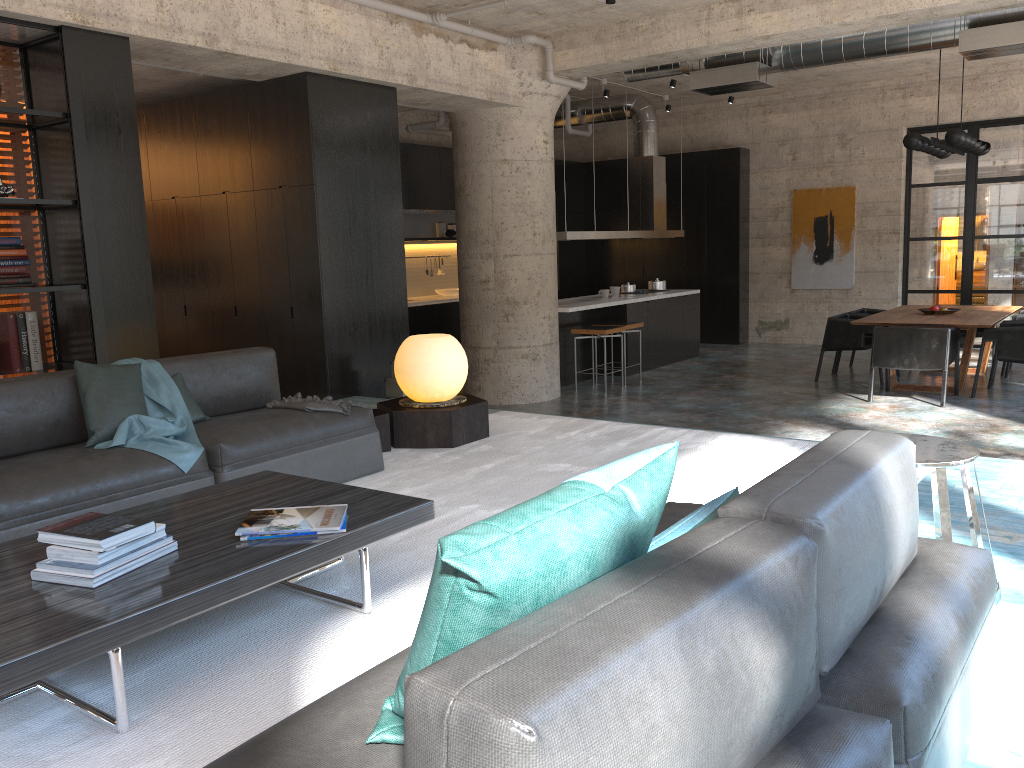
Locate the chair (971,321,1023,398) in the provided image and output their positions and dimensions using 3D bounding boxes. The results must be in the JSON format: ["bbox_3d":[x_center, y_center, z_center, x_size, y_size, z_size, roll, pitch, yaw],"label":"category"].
[{"bbox_3d":[5.054,-0.246,8.774,0.754,0.738,0.707,6,12,40],"label":"chair"}]

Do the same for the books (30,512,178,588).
[{"bbox_3d":[-1.191,0.461,2.555,0.279,0.116,0.322,1,9,21],"label":"books"}]

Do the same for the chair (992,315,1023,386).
[{"bbox_3d":[5.588,-0.364,9.421,0.754,0.738,0.707,6,12,40],"label":"chair"}]

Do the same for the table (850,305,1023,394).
[{"bbox_3d":[4.728,-0.402,9.797,1.299,0.756,2.410,4,11,35],"label":"table"}]

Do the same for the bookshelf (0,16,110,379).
[{"bbox_3d":[-3.660,-0.668,4.499,0.628,2.571,2.900,4,11,35],"label":"bookshelf"}]

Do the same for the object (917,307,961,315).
[{"bbox_3d":[4.680,-0.812,9.722,0.435,0.079,0.435,-5,9,-17],"label":"object"}]

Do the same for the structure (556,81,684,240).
[{"bbox_3d":[1.279,-2.910,11.321,0.538,2.100,3.117,4,11,35],"label":"structure"}]

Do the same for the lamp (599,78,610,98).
[{"bbox_3d":[1.217,-3.900,11.700,0.145,0.236,0.107,1,9,19],"label":"lamp"}]

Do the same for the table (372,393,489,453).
[{"bbox_3d":[-0.596,0.249,5.470,0.616,0.230,1.044,4,11,35],"label":"table"}]

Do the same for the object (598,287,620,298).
[{"bbox_3d":[1.281,-1.208,11.615,0.188,0.133,0.437,4,11,36],"label":"object"}]

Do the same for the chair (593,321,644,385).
[{"bbox_3d":[1.270,-0.376,10.601,0.450,0.698,0.450,4,11,35],"label":"chair"}]

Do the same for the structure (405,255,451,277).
[{"bbox_3d":[-1.292,-1.781,13.428,0.074,0.315,1.171,4,11,35],"label":"structure"}]

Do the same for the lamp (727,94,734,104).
[{"bbox_3d":[3.091,-4.112,12.632,0.145,0.236,0.107,1,9,19],"label":"lamp"}]

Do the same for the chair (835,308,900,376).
[{"bbox_3d":[4.387,-0.524,10.733,0.754,0.738,0.707,4,11,35],"label":"chair"}]

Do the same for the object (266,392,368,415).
[{"bbox_3d":[-1.022,0.143,4.760,0.433,0.185,0.429,3,10,32],"label":"object"}]

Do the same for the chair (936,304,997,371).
[{"bbox_3d":[5.528,-0.592,10.916,0.707,0.738,0.754,4,11,35],"label":"chair"}]

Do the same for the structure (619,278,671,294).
[{"bbox_3d":[1.813,-1.375,12.401,0.506,0.187,0.833,4,11,35],"label":"structure"}]

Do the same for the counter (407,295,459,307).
[{"bbox_3d":[-0.913,-1.243,13.240,1.000,0.142,4.360,4,11,35],"label":"counter"}]

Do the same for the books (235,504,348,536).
[{"bbox_3d":[-0.704,0.438,2.865,0.318,0.011,0.252,-3,9,-5],"label":"books"}]

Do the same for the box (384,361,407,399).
[{"bbox_3d":[-0.871,0.025,7.335,0.280,0.441,0.331,2,10,25],"label":"box"}]

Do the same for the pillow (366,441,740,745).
[{"bbox_3d":[0.187,0.320,1.674,1.042,0.466,0.349,-10,12,-43],"label":"pillow"}]

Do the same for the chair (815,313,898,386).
[{"bbox_3d":[3.952,-0.420,10.152,0.754,0.738,0.707,4,11,35],"label":"chair"}]

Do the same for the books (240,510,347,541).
[{"bbox_3d":[-0.696,0.448,2.863,0.318,0.011,0.252,-3,9,-10],"label":"books"}]

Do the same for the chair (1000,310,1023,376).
[{"bbox_3d":[6.034,-0.479,10.066,0.754,0.738,0.707,4,11,35],"label":"chair"}]

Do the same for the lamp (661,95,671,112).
[{"bbox_3d":[2.296,-4.172,13.201,0.145,0.236,0.107,1,9,19],"label":"lamp"}]

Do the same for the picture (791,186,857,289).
[{"bbox_3d":[4.673,-2.183,13.322,0.928,1.494,0.029,4,11,35],"label":"picture"}]

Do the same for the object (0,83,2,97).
[{"bbox_3d":[-3.219,-1.690,5.171,0.430,0.217,0.434,5,11,38],"label":"object"}]

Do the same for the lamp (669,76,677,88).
[{"bbox_3d":[1.994,-3.842,11.144,0.145,0.236,0.107,1,9,19],"label":"lamp"}]

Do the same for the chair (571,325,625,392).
[{"bbox_3d":[0.993,-0.296,10.139,0.450,0.698,0.450,4,11,35],"label":"chair"}]

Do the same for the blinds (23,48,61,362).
[{"bbox_3d":[-3.945,-0.500,4.731,0.136,3.160,2.915,4,11,35],"label":"blinds"}]

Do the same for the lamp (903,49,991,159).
[{"bbox_3d":[4.639,-3.118,9.366,0.583,1.327,1.813,4,11,35],"label":"lamp"}]

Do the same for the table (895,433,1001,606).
[{"bbox_3d":[1.310,0.443,2.994,0.620,0.472,0.620,5,11,38],"label":"table"}]

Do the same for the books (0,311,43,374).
[{"bbox_3d":[-3.079,-0.261,5.473,0.277,0.362,0.191,3,10,31],"label":"books"}]

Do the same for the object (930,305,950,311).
[{"bbox_3d":[4.674,-0.821,9.697,0.219,0.097,0.100,-4,9,-10],"label":"object"}]

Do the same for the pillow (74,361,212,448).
[{"bbox_3d":[-1.713,0.065,4.134,0.320,0.393,0.670,6,12,42],"label":"pillow"}]

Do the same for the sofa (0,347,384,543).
[{"bbox_3d":[-1.701,0.246,4.252,1.019,0.680,2.063,4,11,36],"label":"sofa"}]

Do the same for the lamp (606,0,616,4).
[{"bbox_3d":[0.769,-2.985,6.668,0.141,0.215,0.107,1,9,18],"label":"lamp"}]

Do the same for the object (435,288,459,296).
[{"bbox_3d":[-0.915,-1.377,13.342,0.490,0.093,0.490,4,10,33],"label":"object"}]

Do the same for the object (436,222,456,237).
[{"bbox_3d":[-0.926,-2.364,13.566,0.334,0.240,0.462,4,10,33],"label":"object"}]

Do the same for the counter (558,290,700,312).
[{"bbox_3d":[1.245,-1.097,11.489,1.000,0.046,3.500,4,11,35],"label":"counter"}]

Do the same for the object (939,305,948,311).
[{"bbox_3d":[4.730,-0.825,9.742,0.110,0.082,0.088,-4,9,-14],"label":"object"}]

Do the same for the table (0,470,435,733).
[{"bbox_3d":[-1.068,0.638,2.784,0.900,0.309,1.500,4,11,35],"label":"table"}]

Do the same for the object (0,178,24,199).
[{"bbox_3d":[-3.158,-1.182,5.323,0.323,0.177,0.322,4,11,36],"label":"object"}]

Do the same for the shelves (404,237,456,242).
[{"bbox_3d":[-1.177,-2.166,13.267,0.403,0.043,4.362,4,11,35],"label":"shelves"}]

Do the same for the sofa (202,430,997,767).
[{"bbox_3d":[0.287,0.553,1.807,1.019,0.680,2.063,4,11,36],"label":"sofa"}]

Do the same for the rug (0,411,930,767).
[{"bbox_3d":[-1.140,0.836,2.511,2.954,0.032,7.768,4,11,36],"label":"rug"}]

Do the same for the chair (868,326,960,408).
[{"bbox_3d":[4.004,-0.215,8.812,0.707,0.738,0.754,4,11,35],"label":"chair"}]

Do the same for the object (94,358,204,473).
[{"bbox_3d":[-1.744,0.124,4.162,0.444,0.438,0.985,-7,10,-27],"label":"object"}]

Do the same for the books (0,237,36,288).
[{"bbox_3d":[-3.178,-0.741,5.422,0.303,0.303,0.378,5,11,37],"label":"books"}]

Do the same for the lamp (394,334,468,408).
[{"bbox_3d":[-0.505,-0.095,5.557,0.462,0.417,0.462,-6,10,-26],"label":"lamp"}]
